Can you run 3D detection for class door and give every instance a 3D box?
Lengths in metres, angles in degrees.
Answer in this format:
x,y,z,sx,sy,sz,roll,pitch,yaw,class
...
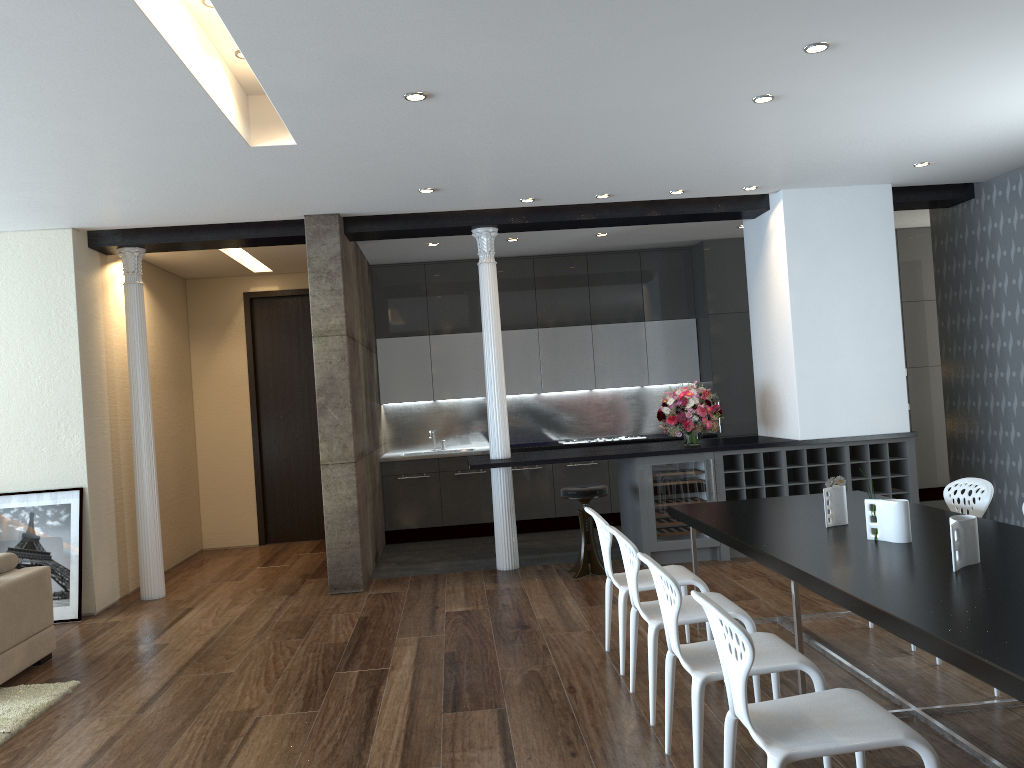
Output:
x,y,z,sx,sy,sz,roll,pitch,yaw,class
-2.382,0.355,9.965,1.037,2.814,0.246,-4,-1,-4,door

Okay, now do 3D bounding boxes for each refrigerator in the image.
x,y,z,sx,sy,sz,roll,pitch,yaw,class
1.384,0.957,7.234,0.578,0.774,0.075,-4,-1,0,refrigerator

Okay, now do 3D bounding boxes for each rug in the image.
x,y,z,sx,sy,sz,roll,pitch,yaw,class
-4.457,1.812,3.399,4.231,0.020,2.972,-4,-1,-4,rug

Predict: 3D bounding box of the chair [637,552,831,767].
x,y,z,sx,sy,sz,roll,pitch,yaw,class
0.795,1.037,3.326,0.581,0.835,0.495,-4,-1,-4,chair

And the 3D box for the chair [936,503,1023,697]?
x,y,z,sx,sy,sz,roll,pitch,yaw,class
2.357,0.940,4.145,0.581,0.835,0.495,-4,-1,-4,chair

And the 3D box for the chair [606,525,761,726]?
x,y,z,sx,sy,sz,roll,pitch,yaw,class
0.753,1.049,4.061,0.581,0.835,0.495,-4,-1,-4,chair

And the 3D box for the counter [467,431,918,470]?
x,y,z,sx,sy,sz,roll,pitch,yaw,class
1.468,0.547,7.680,3.700,0.040,1.000,-4,-1,-4,counter

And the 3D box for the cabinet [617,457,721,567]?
x,y,z,sx,sy,sz,roll,pitch,yaw,class
1.330,1.026,7.662,0.642,0.897,0.900,-4,-1,-4,cabinet

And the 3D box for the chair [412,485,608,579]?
x,y,z,sx,sy,sz,roll,pitch,yaw,class
0.060,1.290,3.754,16.134,0.952,21.556,-4,-1,-4,chair

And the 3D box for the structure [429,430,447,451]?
x,y,z,sx,sy,sz,roll,pitch,yaw,class
-0.828,0.638,9.891,0.183,0.249,0.224,-4,-1,-4,structure

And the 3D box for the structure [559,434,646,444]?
x,y,z,sx,sy,sz,roll,pitch,yaw,class
0.981,0.621,9.757,0.900,0.066,0.520,-4,-1,-4,structure

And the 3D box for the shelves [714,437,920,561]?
x,y,z,sx,sy,sz,roll,pitch,yaw,class
2.495,0.947,7.743,1.700,0.897,0.900,-4,-1,-4,shelves

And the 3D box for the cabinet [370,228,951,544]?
x,y,z,sx,sy,sz,roll,pitch,yaw,class
2.234,-0.058,9.887,7.409,2.980,0.827,-4,-1,-4,cabinet

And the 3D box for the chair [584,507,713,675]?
x,y,z,sx,sy,sz,roll,pitch,yaw,class
0.710,1.062,4.762,0.581,0.835,0.495,-4,-1,-4,chair

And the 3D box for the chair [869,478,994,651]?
x,y,z,sx,sy,sz,roll,pitch,yaw,class
2.309,0.952,4.846,0.581,0.835,0.495,-4,-1,-4,chair

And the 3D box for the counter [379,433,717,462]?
x,y,z,sx,sy,sz,roll,pitch,yaw,class
0.385,0.772,9.756,3.597,0.223,0.807,-4,-1,-4,counter

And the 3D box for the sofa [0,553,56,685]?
x,y,z,sx,sy,sz,roll,pitch,yaw,class
-4.172,1.349,5.064,2.581,0.950,1.021,-4,-1,-4,sofa

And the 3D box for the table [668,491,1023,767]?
x,y,z,sx,sy,sz,roll,pitch,yaw,class
1.684,1.032,3.733,1.200,0.733,3.400,-4,-1,-4,table

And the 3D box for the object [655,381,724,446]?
x,y,z,sx,sy,sz,roll,pitch,yaw,class
1.515,0.248,7.589,0.544,0.552,0.570,-4,-1,2,object

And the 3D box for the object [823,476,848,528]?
x,y,z,sx,sy,sz,roll,pitch,yaw,class
1.549,0.565,4.286,0.161,0.233,0.076,-4,-1,-22,object

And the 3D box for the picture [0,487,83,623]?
x,y,z,sx,sy,sz,roll,pitch,yaw,class
-3.620,1.311,6.720,0.700,0.988,0.195,-4,-1,-4,picture

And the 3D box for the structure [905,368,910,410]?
x,y,z,sx,sy,sz,roll,pitch,yaw,class
3.998,0.081,9.889,0.595,0.452,0.528,-4,-1,-4,structure

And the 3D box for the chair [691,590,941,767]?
x,y,z,sx,sy,sz,roll,pitch,yaw,class
0.862,1.023,2.633,0.581,0.835,0.495,-4,-1,-4,chair
